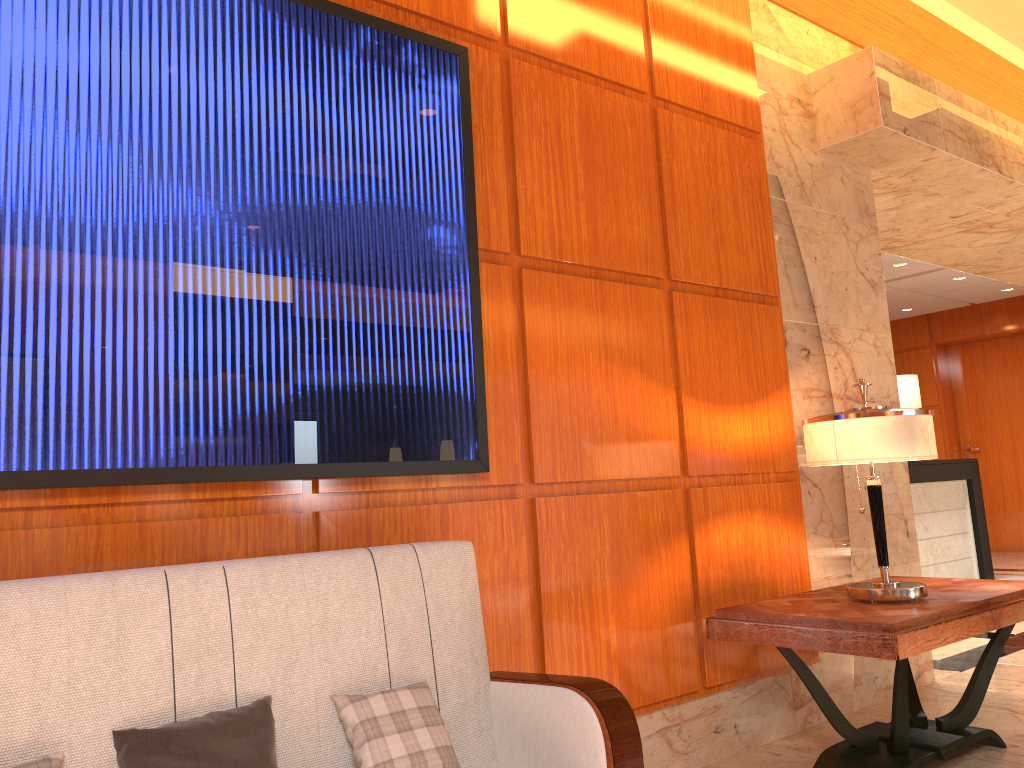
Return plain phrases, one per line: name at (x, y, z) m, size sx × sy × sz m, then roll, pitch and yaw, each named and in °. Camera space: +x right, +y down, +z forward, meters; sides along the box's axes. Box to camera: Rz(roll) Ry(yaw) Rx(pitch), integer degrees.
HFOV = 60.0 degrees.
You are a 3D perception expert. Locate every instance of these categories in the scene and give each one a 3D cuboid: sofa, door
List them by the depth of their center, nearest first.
sofa at (-0.574, 0.845, 1.785) m, size 1.796 × 0.938 × 0.610 m, roll 3°, pitch -10°, yaw -38°
door at (6.144, 0.730, 11.018) m, size 0.340 × 2.713 × 1.280 m, roll 4°, pitch -12°, yaw -39°

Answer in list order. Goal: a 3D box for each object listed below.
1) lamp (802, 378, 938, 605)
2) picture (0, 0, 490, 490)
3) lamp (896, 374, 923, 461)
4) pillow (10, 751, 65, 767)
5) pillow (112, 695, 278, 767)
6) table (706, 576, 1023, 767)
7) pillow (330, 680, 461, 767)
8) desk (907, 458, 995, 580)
lamp at (1.331, 0.378, 3.254) m, size 0.458 × 0.815 × 0.456 m, roll 2°, pitch -10°, yaw -30°
picture at (-0.905, -0.470, 2.332) m, size 1.994 × 1.461 × 0.056 m, roll 3°, pitch -11°, yaw -39°
lamp at (3.756, 0.341, 8.533) m, size 0.372 × 0.825 × 0.370 m, roll -1°, pitch -9°, yaw -14°
pillow at (-0.955, 0.806, 1.537) m, size 0.344 × 0.228 × 0.194 m, roll 2°, pitch -10°, yaw -34°
pillow at (-0.635, 0.816, 1.832) m, size 0.357 × 0.254 × 0.159 m, roll 4°, pitch -11°, yaw -42°
table at (1.433, 1.094, 3.277) m, size 1.268 × 0.610 × 0.722 m, roll 3°, pitch -10°, yaw -39°
pillow at (-0.264, 0.840, 2.082) m, size 0.273 × 0.231 × 0.201 m, roll 3°, pitch -10°, yaw -36°
desk at (3.084, 1.292, 7.883) m, size 2.922 × 1.148 × 0.937 m, roll 3°, pitch -10°, yaw -39°
